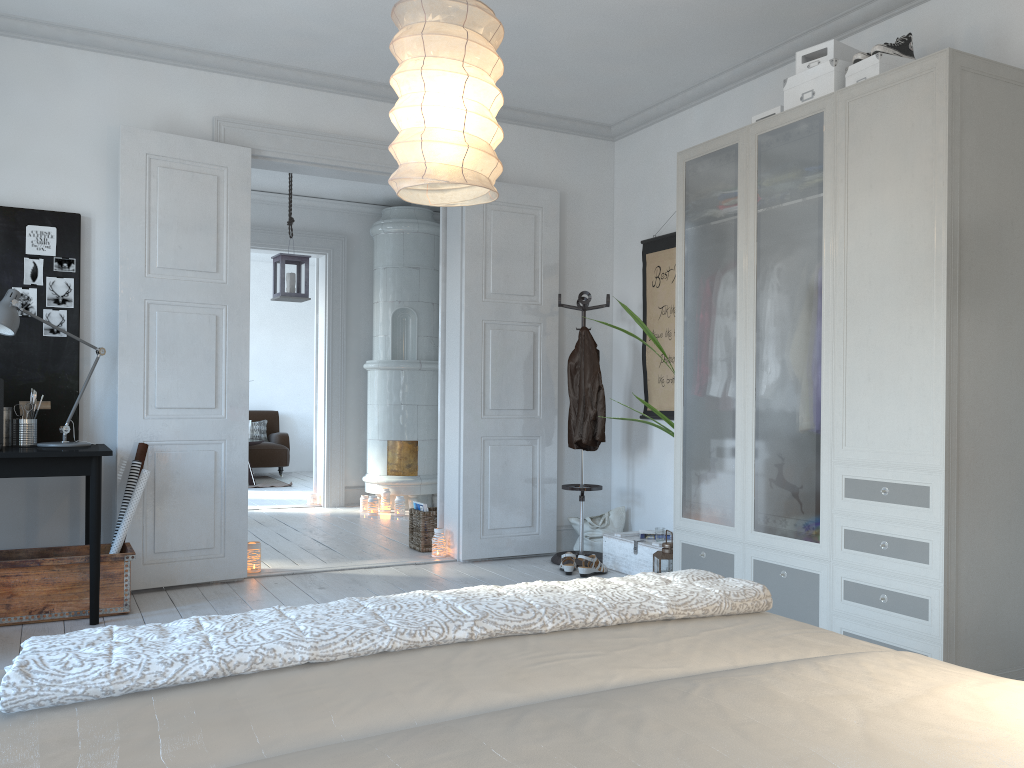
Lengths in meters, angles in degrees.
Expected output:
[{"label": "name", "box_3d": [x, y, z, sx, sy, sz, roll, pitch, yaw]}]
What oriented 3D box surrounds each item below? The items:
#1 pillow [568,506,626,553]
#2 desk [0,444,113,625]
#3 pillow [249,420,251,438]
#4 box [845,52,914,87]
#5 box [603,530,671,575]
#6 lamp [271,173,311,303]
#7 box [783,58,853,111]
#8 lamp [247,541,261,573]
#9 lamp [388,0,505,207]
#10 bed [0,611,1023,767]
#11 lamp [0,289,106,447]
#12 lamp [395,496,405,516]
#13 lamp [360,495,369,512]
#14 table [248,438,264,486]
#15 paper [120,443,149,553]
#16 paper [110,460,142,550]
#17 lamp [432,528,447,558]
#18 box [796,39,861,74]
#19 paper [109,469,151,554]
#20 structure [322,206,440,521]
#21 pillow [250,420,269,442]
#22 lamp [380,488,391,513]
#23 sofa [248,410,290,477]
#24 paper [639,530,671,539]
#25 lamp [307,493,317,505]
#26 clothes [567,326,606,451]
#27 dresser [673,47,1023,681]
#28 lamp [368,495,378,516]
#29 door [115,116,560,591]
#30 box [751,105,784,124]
[{"label": "pillow", "box_3d": [0.559, 0.949, 5.755, 0.317, 0.314, 0.273, 1, -1, -27]}, {"label": "desk", "box_3d": [-2.401, 0.664, 3.868, 1.159, 0.759, 0.651, 1, -1, -28]}, {"label": "pillow", "box_3d": [-3.506, 0.581, 11.135, 0.471, 0.309, 0.188, 1, 0, -27]}, {"label": "box", "box_3d": [1.465, -1.183, 3.498, 0.227, 0.158, 0.182, 1, -1, -23]}, {"label": "box", "box_3d": [0.843, 0.988, 5.117, 0.376, 0.218, 0.641, 1, -1, -28]}, {"label": "lamp", "box_3d": [-1.598, -1.489, 6.434, 0.228, 1.762, 0.228, 1, 0, -31]}, {"label": "box", "box_3d": [1.345, -1.200, 3.726, 0.285, 0.199, 0.281, 1, -1, -28]}, {"label": "lamp", "box_3d": [-1.464, 0.979, 5.011, 0.089, 0.166, 0.089, 1, 0, -35]}, {"label": "lamp", "box_3d": [-0.189, -1.164, 2.609, 0.338, 1.231, 0.340, 1, 0, 4]}, {"label": "bed", "box_3d": [0.225, 0.489, 0.987, 1.888, 1.046, 2.176, 1, -1, -28]}, {"label": "lamp", "box_3d": [-2.168, -0.064, 4.124, 0.230, 0.716, 0.617, 0, 0, 33]}, {"label": "lamp", "box_3d": [-0.958, 1.043, 7.581, 0.089, 0.166, 0.089, 1, 0, -29]}, {"label": "lamp", "box_3d": [-1.295, 1.053, 7.795, 0.084, 0.146, 0.084, 1, 0, -23]}, {"label": "table", "box_3d": [-3.535, 0.901, 10.238, 1.300, 0.503, 1.300, 1, -1, -37]}, {"label": "paper", "box_3d": [-1.886, 0.664, 4.318, 0.048, 0.747, 0.297, 1, 0, 18]}, {"label": "paper", "box_3d": [-1.877, 0.705, 4.243, 0.043, 0.669, 0.266, 1, 0, 18]}, {"label": "lamp", "box_3d": [-0.457, 0.995, 5.551, 0.093, 0.180, 0.093, 1, 0, -45]}, {"label": "box", "box_3d": [1.344, -1.350, 3.753, 0.225, 0.107, 0.180, 1, -1, -38]}, {"label": "paper", "box_3d": [-1.850, 0.721, 4.191, 0.041, 0.626, 0.283, 1, 0, 41]}, {"label": "structure", "box_3d": [-1.044, -0.196, 8.003, 0.800, 2.827, 1.248, 1, 0, 17]}, {"label": "pillow", "box_3d": [-3.380, 0.598, 11.327, 0.542, 0.288, 0.183, 1, 0, -27]}, {"label": "lamp", "box_3d": [-1.110, 1.023, 7.780, 0.098, 0.210, 0.098, 1, 0, -23]}, {"label": "sofa", "box_3d": [-3.894, 0.738, 10.941, 2.165, 0.824, 0.968, 1, -1, -28]}, {"label": "paper", "box_3d": [0.856, 0.881, 5.180, 0.221, 0.031, 0.175, 0, -1, 5]}, {"label": "lamp", "box_3d": [-1.852, 1.065, 8.212, 0.093, 0.110, 0.093, 1, 0, -11]}, {"label": "clothes", "box_3d": [0.457, 0.030, 5.421, 0.237, 0.770, 0.211, 1, 0, 6]}, {"label": "dresser", "box_3d": [1.368, -0.020, 3.708, 0.631, 2.163, 1.432, 1, 0, -28]}, {"label": "lamp", "box_3d": [-1.188, 1.041, 7.589, 0.089, 0.166, 0.089, 1, 0, -26]}, {"label": "door", "box_3d": [-0.944, -0.167, 5.264, 2.599, 2.505, 0.577, 1, 0, -28]}, {"label": "box", "box_3d": [1.218, -1.150, 3.968, 0.223, 0.107, 0.180, 1, -1, -28]}]
